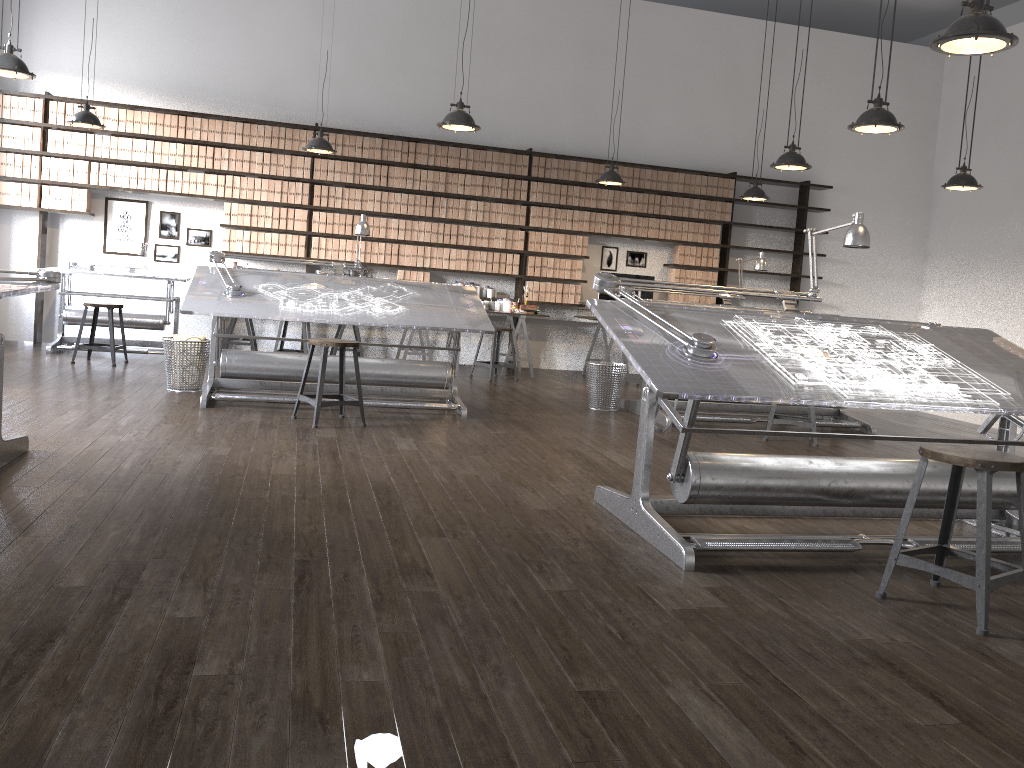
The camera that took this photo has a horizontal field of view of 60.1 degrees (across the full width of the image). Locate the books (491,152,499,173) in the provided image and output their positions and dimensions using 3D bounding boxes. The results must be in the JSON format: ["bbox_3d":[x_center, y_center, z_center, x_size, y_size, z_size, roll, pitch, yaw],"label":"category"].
[{"bbox_3d":[-0.200,-2.436,9.768,0.066,0.225,0.175,4,5,-14],"label":"books"}]

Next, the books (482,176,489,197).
[{"bbox_3d":[-0.308,-2.165,9.766,0.066,0.225,0.175,4,5,-14],"label":"books"}]

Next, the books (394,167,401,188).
[{"bbox_3d":[-1.242,-2.213,9.536,0.066,0.225,0.175,4,5,-14],"label":"books"}]

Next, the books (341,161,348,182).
[{"bbox_3d":[-1.787,-2.241,9.404,0.066,0.225,0.175,4,5,-14],"label":"books"}]

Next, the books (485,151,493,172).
[{"bbox_3d":[-0.270,-2.439,9.749,0.067,0.225,0.175,4,5,-14],"label":"books"}]

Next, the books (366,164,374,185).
[{"bbox_3d":[-1.519,-2.227,9.467,0.066,0.225,0.175,4,5,-14],"label":"books"}]

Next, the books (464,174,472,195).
[{"bbox_3d":[-0.499,-2.175,9.717,0.066,0.225,0.175,4,5,-14],"label":"books"}]

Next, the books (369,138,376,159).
[{"bbox_3d":[-1.499,-2.502,9.453,0.066,0.225,0.175,4,5,-14],"label":"books"}]

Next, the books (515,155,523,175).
[{"bbox_3d":[0.059,-2.423,9.835,0.066,0.225,0.175,4,5,-14],"label":"books"}]

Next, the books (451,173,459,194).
[{"bbox_3d":[-0.637,-2.182,9.685,0.066,0.225,0.175,4,5,-14],"label":"books"}]

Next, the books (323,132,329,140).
[{"bbox_3d":[-1.973,-2.526,9.332,0.067,0.225,0.175,4,5,-14],"label":"books"}]

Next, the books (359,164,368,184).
[{"bbox_3d":[-1.588,-2.231,9.454,0.066,0.225,0.175,4,5,-14],"label":"books"}]

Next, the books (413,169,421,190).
[{"bbox_3d":[-1.040,-2.202,9.585,0.066,0.225,0.175,4,5,-14],"label":"books"}]

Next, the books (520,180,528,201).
[{"bbox_3d":[0.117,-2.143,9.868,0.066,0.225,0.175,4,5,-14],"label":"books"}]

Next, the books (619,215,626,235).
[{"bbox_3d":[1.239,-1.818,10.165,0.066,0.225,0.175,4,5,-14],"label":"books"}]

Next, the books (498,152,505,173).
[{"bbox_3d":[-0.140,-2.433,9.785,0.066,0.225,0.175,4,5,-14],"label":"books"}]

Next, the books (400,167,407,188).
[{"bbox_3d":[-1.180,-2.209,9.547,0.067,0.225,0.175,4,5,-14],"label":"books"}]

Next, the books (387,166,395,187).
[{"bbox_3d":[-1.306,-2.216,9.523,0.066,0.225,0.175,4,5,-14],"label":"books"}]

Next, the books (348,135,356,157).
[{"bbox_3d":[-1.698,-2.513,9.405,0.066,0.225,0.175,4,5,-14],"label":"books"}]

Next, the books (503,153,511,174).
[{"bbox_3d":[-0.074,-2.429,9.796,0.067,0.225,0.175,4,5,-14],"label":"books"}]

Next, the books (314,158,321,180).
[{"bbox_3d":[-2.055,-2.255,9.341,0.066,0.225,0.175,4,5,-14],"label":"books"}]

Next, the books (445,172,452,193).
[{"bbox_3d":[-0.706,-2.186,9.670,0.066,0.225,0.175,4,5,-14],"label":"books"}]

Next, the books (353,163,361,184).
[{"bbox_3d":[-1.657,-2.234,9.437,0.066,0.225,0.175,4,5,-14],"label":"books"}]

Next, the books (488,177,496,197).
[{"bbox_3d":[-0.239,-2.162,9.783,0.066,0.225,0.175,4,5,-14],"label":"books"}]

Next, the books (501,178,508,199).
[{"bbox_3d":[-0.102,-2.155,9.817,0.066,0.225,0.175,4,5,-14],"label":"books"}]

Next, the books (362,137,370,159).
[{"bbox_3d":[-1.560,-2.505,9.437,0.066,0.225,0.175,4,5,-14],"label":"books"}]

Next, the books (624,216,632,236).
[{"bbox_3d":[1.304,-1.814,10.174,0.066,0.225,0.175,4,5,-14],"label":"books"}]

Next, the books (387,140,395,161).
[{"bbox_3d":[-1.300,-2.492,9.503,0.066,0.225,0.175,4,5,-14],"label":"books"}]

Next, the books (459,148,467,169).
[{"bbox_3d":[-0.544,-2.453,9.681,0.066,0.225,0.175,4,5,-14],"label":"books"}]

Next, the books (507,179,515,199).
[{"bbox_3d":[-0.028,-2.150,9.830,0.067,0.225,0.175,4,5,-14],"label":"books"}]

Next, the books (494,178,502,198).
[{"bbox_3d":[-0.170,-2.158,9.796,0.066,0.225,0.175,4,5,-14],"label":"books"}]

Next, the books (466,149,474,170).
[{"bbox_3d":[-0.474,-2.450,9.702,0.066,0.225,0.175,4,5,-14],"label":"books"}]

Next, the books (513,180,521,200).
[{"bbox_3d":[0.043,-2.147,9.853,0.066,0.225,0.175,4,5,-14],"label":"books"}]

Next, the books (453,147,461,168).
[{"bbox_3d":[-0.614,-2.456,9.664,0.067,0.225,0.175,4,5,-14],"label":"books"}]

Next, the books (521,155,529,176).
[{"bbox_3d":[0.128,-2.419,9.847,0.066,0.225,0.175,4,5,-14],"label":"books"}]

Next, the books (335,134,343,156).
[{"bbox_3d":[-1.833,-2.519,9.370,0.066,0.225,0.175,4,5,-14],"label":"books"}]

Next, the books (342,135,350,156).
[{"bbox_3d":[-1.767,-2.516,9.390,0.066,0.225,0.175,4,5,-14],"label":"books"}]

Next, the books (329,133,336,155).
[{"bbox_3d":[-1.903,-2.522,9.349,0.066,0.225,0.175,4,5,-14],"label":"books"}]

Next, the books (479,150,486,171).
[{"bbox_3d":[-0.339,-2.443,9.737,0.066,0.225,0.175,4,5,-14],"label":"books"}]

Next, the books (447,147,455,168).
[{"bbox_3d":[-0.676,-2.460,9.653,0.066,0.225,0.175,4,5,-14],"label":"books"}]

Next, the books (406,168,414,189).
[{"bbox_3d":[-1.110,-2.206,9.564,0.066,0.225,0.175,4,5,-14],"label":"books"}]

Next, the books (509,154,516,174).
[{"bbox_3d":[-0.010,-2.426,9.818,0.066,0.225,0.175,4,5,-14],"label":"books"}]

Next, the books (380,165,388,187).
[{"bbox_3d":[-1.377,-2.220,9.500,0.067,0.225,0.175,4,5,-14],"label":"books"}]

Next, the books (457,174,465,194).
[{"bbox_3d":[-0.568,-2.178,9.698,0.067,0.225,0.175,4,5,-14],"label":"books"}]

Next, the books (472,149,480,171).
[{"bbox_3d":[-0.407,-2.447,9.722,0.066,0.225,0.175,4,5,-14],"label":"books"}]

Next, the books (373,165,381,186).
[{"bbox_3d":[-1.451,-2.224,9.488,0.066,0.225,0.175,4,5,-14],"label":"books"}]

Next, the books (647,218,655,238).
[{"bbox_3d":[1.581,-1.800,10.247,0.066,0.225,0.175,4,5,-14],"label":"books"}]

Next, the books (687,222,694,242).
[{"bbox_3d":[2.057,-1.776,10.362,0.066,0.225,0.175,4,5,-14],"label":"books"}]

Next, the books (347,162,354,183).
[{"bbox_3d":[-1.721,-2.237,9.415,0.067,0.225,0.175,4,5,-14],"label":"books"}]

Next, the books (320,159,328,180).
[{"bbox_3d":[-1.987,-2.251,9.356,0.066,0.225,0.175,4,5,-14],"label":"books"}]

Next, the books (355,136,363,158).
[{"bbox_3d":[-1.629,-2.509,9.418,0.067,0.225,0.175,4,5,-14],"label":"books"}]

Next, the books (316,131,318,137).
[{"bbox_3d":[-2.035,-2.530,9.321,0.066,0.225,0.175,4,5,-14],"label":"books"}]

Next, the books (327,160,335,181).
[{"bbox_3d":[-1.918,-2.247,9.369,0.067,0.225,0.175,4,5,-14],"label":"books"}]

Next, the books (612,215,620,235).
[{"bbox_3d":[1.168,-1.821,10.143,0.067,0.225,0.175,4,5,-14],"label":"books"}]

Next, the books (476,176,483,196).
[{"bbox_3d":[-0.372,-2.168,9.745,0.067,0.225,0.175,4,5,-14],"label":"books"}]

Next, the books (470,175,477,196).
[{"bbox_3d":[-0.438,-2.172,9.733,0.066,0.225,0.175,4,5,-14],"label":"books"}]
